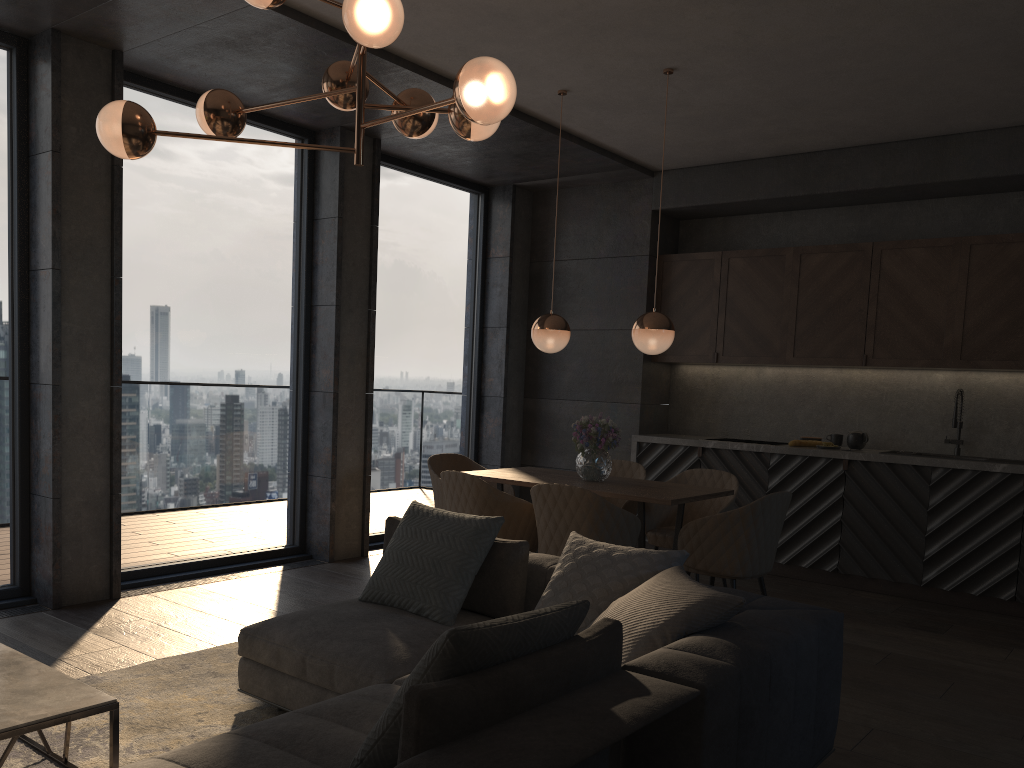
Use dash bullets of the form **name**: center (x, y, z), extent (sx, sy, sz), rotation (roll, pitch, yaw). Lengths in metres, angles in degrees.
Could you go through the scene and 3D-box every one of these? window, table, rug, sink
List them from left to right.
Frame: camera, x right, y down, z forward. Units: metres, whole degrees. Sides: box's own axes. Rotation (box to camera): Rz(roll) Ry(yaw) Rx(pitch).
- **table**: center (-1.837, 1.071, 2.579), extent (0.927, 0.311, 0.929), rotation (3, 1, 38)
- **window**: center (-2.502, -0.297, 4.922), extent (0.198, 3.019, 7.259), rotation (6, 3, 38)
- **rug**: center (-1.393, 1.251, 2.784), extent (1.723, 0.020, 3.141), rotation (2, 0, 38)
- **table**: center (0.442, 0.956, 5.235), extent (1.461, 0.774, 0.768), rotation (3, 3, 38)
- **sink**: center (3.055, 0.305, 5.957), extent (0.958, 0.550, 0.460), rotation (3, 3, 37)

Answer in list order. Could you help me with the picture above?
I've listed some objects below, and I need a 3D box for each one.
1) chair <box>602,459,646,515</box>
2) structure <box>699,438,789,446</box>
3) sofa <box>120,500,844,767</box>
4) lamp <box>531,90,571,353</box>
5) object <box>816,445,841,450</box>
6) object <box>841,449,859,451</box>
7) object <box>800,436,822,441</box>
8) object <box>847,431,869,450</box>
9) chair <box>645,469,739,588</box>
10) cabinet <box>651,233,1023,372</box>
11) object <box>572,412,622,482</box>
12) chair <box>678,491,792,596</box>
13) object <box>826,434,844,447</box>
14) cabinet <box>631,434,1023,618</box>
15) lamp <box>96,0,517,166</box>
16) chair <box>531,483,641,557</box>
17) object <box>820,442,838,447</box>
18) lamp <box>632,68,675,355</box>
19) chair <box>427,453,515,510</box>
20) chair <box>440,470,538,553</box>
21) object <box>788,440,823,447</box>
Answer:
- **chair**: center (0.594, 0.931, 5.854), extent (0.553, 0.842, 0.509), rotation (5, 4, 32)
- **structure**: center (1.845, 0.456, 6.866), extent (0.608, 0.017, 0.504), rotation (2, 0, 38)
- **sofa**: center (-0.468, 0.903, 2.581), extent (2.016, 0.789, 2.908), rotation (3, 0, 37)
- **lamp**: center (0.265, -0.961, 5.304), extent (0.238, 1.556, 0.238), rotation (7, 7, 43)
- **object**: center (2.296, 0.460, 6.404), extent (0.170, 0.020, 0.169), rotation (3, 0, -27)
- **object**: center (2.277, 0.459, 6.470), extent (0.488, 0.040, 0.284), rotation (3, 0, 33)
- **object**: center (2.253, 0.432, 6.654), extent (0.156, 0.068, 0.116), rotation (3, 1, 23)
- **object**: center (2.515, 0.411, 6.440), extent (0.136, 0.138, 0.152), rotation (3, 2, 10)
- **chair**: center (1.094, 0.952, 5.443), extent (0.553, 0.842, 0.509), rotation (5, 5, 37)
- **cabinet**: center (2.610, -0.554, 6.349), extent (3.380, 0.871, 0.368), rotation (3, 4, 37)
- **object**: center (0.496, 0.367, 5.199), extent (0.298, 0.412, 0.326), rotation (3, 3, 8)
- **chair**: center (1.154, 0.954, 4.654), extent (0.508, 0.842, 0.554), rotation (6, 5, 42)
- **object**: center (2.394, 0.422, 6.537), extent (0.112, 0.104, 0.090), rotation (2, 3, -20)
- **cabinet**: center (2.472, 0.955, 6.392), extent (3.380, 0.956, 0.599), rotation (3, 3, 37)
- **lamp**: center (-0.583, -1.255, 3.174), extent (1.461, 1.046, 1.010), rotation (3, 3, 14)
- **chair**: center (0.360, 0.918, 4.584), extent (0.553, 0.842, 0.509), rotation (5, 4, 32)
- **object**: center (2.297, 0.442, 6.402), extent (0.119, 0.045, 0.116), rotation (3, 1, 43)
- **lamp**: center (0.818, -0.936, 4.879), extent (0.239, 1.556, 0.237), rotation (4, 5, 13)
- **chair**: center (-0.280, 0.891, 5.789), extent (0.508, 0.842, 0.554), rotation (6, 5, 42)
- **chair**: center (-0.126, 0.897, 4.952), extent (0.510, 0.842, 0.552), rotation (-1, 5, -43)
- **object**: center (2.185, 0.442, 6.522), extent (0.301, 0.055, 0.070), rotation (3, 2, -11)
